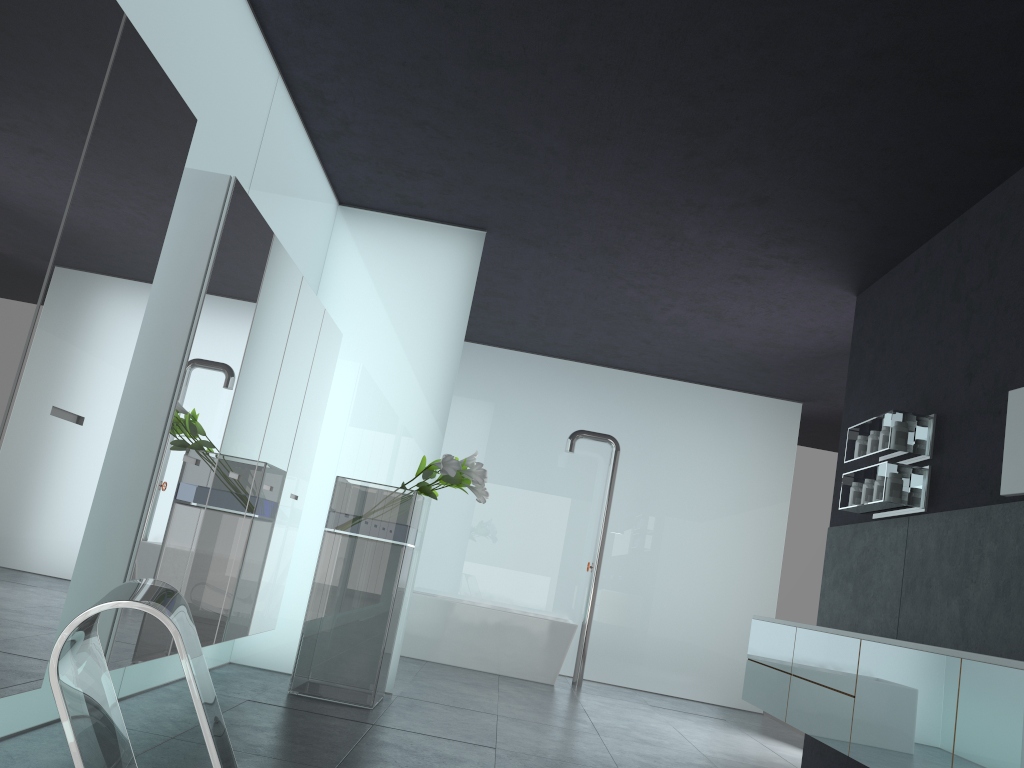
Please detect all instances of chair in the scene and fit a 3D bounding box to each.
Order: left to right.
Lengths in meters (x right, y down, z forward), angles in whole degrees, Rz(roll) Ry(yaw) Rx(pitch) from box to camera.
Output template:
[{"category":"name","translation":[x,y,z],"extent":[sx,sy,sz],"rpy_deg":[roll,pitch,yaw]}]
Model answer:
[{"category":"chair","translation":[-0.420,0.997,2.045],"extent":[1.263,0.867,0.630],"rpy_deg":[14,-12,-17]}]

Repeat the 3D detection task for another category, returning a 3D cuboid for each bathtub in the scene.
[{"category":"bathtub","translation":[-0.310,2.698,9.852],"extent":[1.977,0.855,0.964],"rpy_deg":[10,-11,2]}]

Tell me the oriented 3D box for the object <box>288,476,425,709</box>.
[{"category":"object","translation":[-1.087,1.471,6.360],"extent":[0.585,1.485,0.577],"rpy_deg":[11,-11,2]}]

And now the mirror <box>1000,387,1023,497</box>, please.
[{"category":"mirror","translation":[2.558,-0.078,2.575],"extent":[0.109,0.530,3.737],"rpy_deg":[11,-12,0]}]

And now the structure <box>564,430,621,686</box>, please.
[{"category":"structure","translation":[0.710,1.937,10.004],"extent":[0.642,2.860,0.124],"rpy_deg":[11,-11,1]}]

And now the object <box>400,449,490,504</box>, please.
[{"category":"object","translation":[-0.672,0.751,6.347],"extent":[1.025,0.776,0.978],"rpy_deg":[12,-11,-6]}]

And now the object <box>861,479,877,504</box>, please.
[{"category":"object","translation":[2.358,0.722,5.842],"extent":[0.096,0.183,0.068],"rpy_deg":[9,-11,10]}]

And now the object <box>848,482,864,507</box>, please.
[{"category":"object","translation":[2.356,0.766,6.052],"extent":[0.096,0.183,0.068],"rpy_deg":[12,-11,-7]}]

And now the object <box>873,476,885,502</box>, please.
[{"category":"object","translation":[2.360,0.683,5.657],"extent":[0.096,0.183,0.068],"rpy_deg":[11,-11,0]}]

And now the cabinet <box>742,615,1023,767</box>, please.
[{"category":"cabinet","translation":[1.964,1.315,3.199],"extent":[0.734,0.554,5.606],"rpy_deg":[10,-12,2]}]

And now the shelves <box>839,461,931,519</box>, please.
[{"category":"shelves","translation":[2.411,0.695,5.780],"extent":[0.265,0.284,0.773],"rpy_deg":[10,-12,2]}]

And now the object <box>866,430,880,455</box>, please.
[{"category":"object","translation":[2.418,0.407,5.903],"extent":[0.096,0.183,0.068],"rpy_deg":[9,-11,10]}]

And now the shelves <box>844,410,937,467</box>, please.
[{"category":"shelves","translation":[2.471,0.380,5.841],"extent":[0.265,0.284,0.773],"rpy_deg":[10,-12,2]}]

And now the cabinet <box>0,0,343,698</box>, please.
[{"category":"cabinet","translation":[-1.654,0.027,3.593],"extent":[0.398,2.207,6.029],"rpy_deg":[10,-12,2]}]

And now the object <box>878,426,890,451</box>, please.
[{"category":"object","translation":[2.420,0.368,5.717],"extent":[0.096,0.183,0.068],"rpy_deg":[11,-11,0]}]

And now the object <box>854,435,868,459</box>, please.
[{"category":"object","translation":[2.416,0.451,6.113],"extent":[0.096,0.183,0.068],"rpy_deg":[12,-11,-7]}]
